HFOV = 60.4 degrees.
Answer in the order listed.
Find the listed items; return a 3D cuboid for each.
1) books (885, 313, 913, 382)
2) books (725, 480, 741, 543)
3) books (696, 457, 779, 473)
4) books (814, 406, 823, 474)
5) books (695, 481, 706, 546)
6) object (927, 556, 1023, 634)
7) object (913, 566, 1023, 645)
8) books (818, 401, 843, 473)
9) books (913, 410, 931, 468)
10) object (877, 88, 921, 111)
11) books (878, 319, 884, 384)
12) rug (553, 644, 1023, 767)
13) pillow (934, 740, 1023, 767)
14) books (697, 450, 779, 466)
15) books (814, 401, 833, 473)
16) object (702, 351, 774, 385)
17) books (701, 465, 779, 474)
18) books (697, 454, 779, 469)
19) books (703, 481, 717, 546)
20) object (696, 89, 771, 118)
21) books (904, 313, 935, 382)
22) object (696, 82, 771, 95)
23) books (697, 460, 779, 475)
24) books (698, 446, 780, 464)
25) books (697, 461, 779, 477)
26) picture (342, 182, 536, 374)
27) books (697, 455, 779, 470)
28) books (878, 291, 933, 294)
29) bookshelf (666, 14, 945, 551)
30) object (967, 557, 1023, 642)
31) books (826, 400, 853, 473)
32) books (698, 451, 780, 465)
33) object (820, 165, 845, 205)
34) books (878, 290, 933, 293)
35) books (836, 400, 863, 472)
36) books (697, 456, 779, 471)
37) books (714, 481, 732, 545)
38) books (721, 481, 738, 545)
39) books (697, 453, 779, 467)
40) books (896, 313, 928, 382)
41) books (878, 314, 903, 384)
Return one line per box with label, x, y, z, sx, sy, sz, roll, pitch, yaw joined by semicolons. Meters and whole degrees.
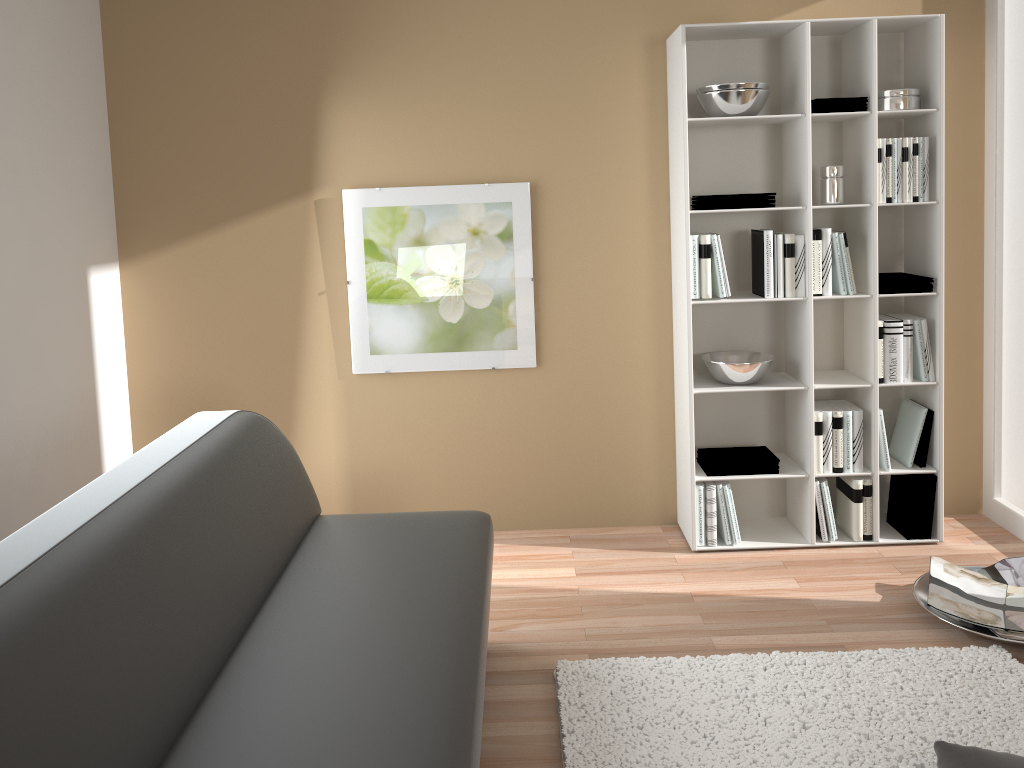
books;1.624;-0.156;3.701;0.040;0.255;0.210;-2;8;1
books;0.924;0.516;3.757;0.058;0.255;0.211;-2;8;1
books;0.957;0.338;3.754;0.297;0.006;0.214;-2;12;-1
books;1.262;0.224;3.718;0.040;0.255;0.210;-2;8;1
books;0.784;0.525;3.750;0.040;0.255;0.210;-2;8;1
object;1.685;0.736;2.998;0.500;0.095;0.348;4;13;30
object;1.681;0.768;2.986;0.587;0.063;0.592;-7;13;-24
books;1.345;0.220;3.722;0.040;0.255;0.210;-2;8;1
books;1.713;0.209;3.747;0.043;0.235;0.214;-2;8;1
object;1.581;-1.162;3.629;0.192;0.089;0.194;7;14;42
books;1.501;-0.149;3.693;0.040;0.255;0.210;-2;8;1
rug;0.828;1.068;1.769;1.449;0.045;2.059;-2;12;1
pillow;1.197;0.949;1.796;0.610;0.207;0.591;3;12;25
books;0.959;0.311;3.755;0.297;0.007;0.214;-2;12;0
books;1.303;0.221;3.725;0.040;0.255;0.210;-2;8;1
object;0.960;-0.062;3.740;0.301;0.105;0.302;-10;13;-34
books;0.959;0.344;3.754;0.297;0.006;0.214;-2;12;0
books;0.958;0.322;3.751;0.297;0.006;0.214;-2;12;2
books;0.830;0.524;3.744;0.040;0.255;0.210;-2;8;1
object;0.918;-1.149;3.651;0.301;0.105;0.302;-10;13;-34
books;1.701;-0.157;3.696;0.060;0.257;0.210;-2;7;1
object;0.917;-1.176;3.648;0.301;0.105;0.302;-10;13;-34
books;0.959;0.349;3.755;0.297;0.006;0.214;-2;12;0
books;0.962;0.301;3.751;0.297;0.006;0.214;-2;12;0
books;0.959;0.355;3.754;0.297;0.007;0.214;-2;12;0
picture;-0.315;-0.459;3.860;0.816;0.807;0.019;-2;5;0
books;0.960;0.328;3.753;0.297;0.006;0.214;-2;12;0
books;1.600;-0.400;3.715;0.210;0.007;0.302;-2;12;0
bookshelf;1.225;-0.416;3.719;1.039;2.118;0.336;-2;5;0
object;1.735;0.743;3.013;0.342;0.095;0.507;-2;11;0
books;1.386;0.218;3.723;0.040;0.255;0.210;-2;8;1
books;0.961;0.306;3.750;0.297;0.007;0.214;-2;12;0
object;1.320;-0.817;3.622;0.093;0.160;0.095;0;7;15
books;1.601;-0.405;3.714;0.210;0.006;0.302;-2;12;0
books;1.429;0.216;3.722;0.040;0.255;0.210;-2;8;1
books;0.960;0.333;3.753;0.297;0.006;0.214;-2;12;0
books;0.881;0.520;3.746;0.060;0.257;0.210;-2;7;1
books;0.907;0.522;3.741;0.058;0.255;0.211;-2;8;1
books;0.959;0.316;3.755;0.297;0.007;0.214;-2;12;0
books;1.676;-0.157;3.697;0.060;0.257;0.211;-2;7;1
books;1.563;-0.151;3.688;0.076;0.255;0.211;-2;8;1
